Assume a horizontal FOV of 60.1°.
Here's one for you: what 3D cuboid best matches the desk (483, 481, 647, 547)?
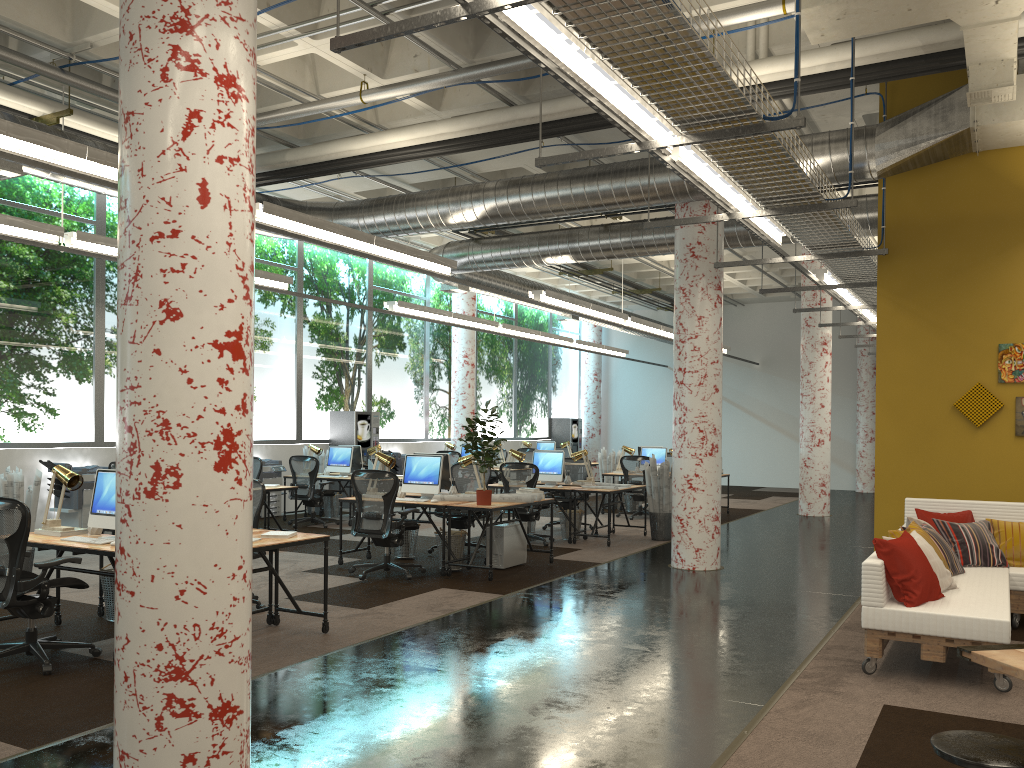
[{"bbox_3d":[0.753,1.793,12.516,1.940,0.724,1.402,-1,-3,29],"label":"desk"}]

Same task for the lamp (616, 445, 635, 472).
[{"bbox_3d":[1.982,1.415,16.012,0.219,0.611,0.528,1,-1,-41],"label":"lamp"}]

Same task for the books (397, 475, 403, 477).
[{"bbox_3d":[-1.767,1.476,14.157,0.200,0.024,0.235,0,-3,2],"label":"books"}]

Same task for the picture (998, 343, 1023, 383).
[{"bbox_3d":[4.631,-0.193,8.087,0.331,0.356,0.027,0,0,29],"label":"picture"}]

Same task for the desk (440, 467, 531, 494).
[{"bbox_3d":[-0.553,2.039,17.793,1.940,0.724,1.402,-1,-3,29],"label":"desk"}]

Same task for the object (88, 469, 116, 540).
[{"bbox_3d":[-2.772,0.847,6.244,0.483,0.485,0.190,0,0,29],"label":"object"}]

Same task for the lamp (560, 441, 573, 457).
[{"bbox_3d":[1.355,1.644,20.811,0.219,0.611,0.528,1,-1,-41],"label":"lamp"}]

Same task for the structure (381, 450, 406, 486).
[{"bbox_3d":[-2.240,1.878,18.181,0.503,1.057,1.058,0,-1,29],"label":"structure"}]

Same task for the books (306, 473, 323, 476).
[{"bbox_3d":[-3.250,1.462,14.354,0.309,0.038,0.226,-1,-3,29],"label":"books"}]

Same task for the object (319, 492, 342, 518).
[{"bbox_3d":[-3.021,2.017,14.853,0.353,0.435,0.368,1,-1,-25],"label":"object"}]

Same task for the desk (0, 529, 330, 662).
[{"bbox_3d":[-2.528,1.462,6.417,1.940,0.724,1.402,-1,-3,29],"label":"desk"}]

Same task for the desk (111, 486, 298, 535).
[{"bbox_3d":[-4.007,1.700,11.578,1.940,0.724,1.402,-1,-3,29],"label":"desk"}]

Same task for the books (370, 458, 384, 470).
[{"bbox_3d":[-2.067,1.297,13.542,0.233,0.310,0.068,0,0,29],"label":"books"}]

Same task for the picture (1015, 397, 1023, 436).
[{"bbox_3d":[4.717,0.293,8.039,0.252,0.356,0.027,0,0,29],"label":"picture"}]

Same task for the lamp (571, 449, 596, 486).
[{"bbox_3d":[1.079,1.243,12.691,0.209,0.611,0.528,1,-1,-41],"label":"lamp"}]

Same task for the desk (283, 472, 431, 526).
[{"bbox_3d":[-2.490,1.849,14.309,1.940,0.724,1.402,-1,-3,29],"label":"desk"}]

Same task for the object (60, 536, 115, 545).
[{"bbox_3d":[-2.904,1.070,6.063,0.439,0.017,0.119,-1,-3,29],"label":"object"}]

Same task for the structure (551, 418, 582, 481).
[{"bbox_3d":[1.551,1.873,24.989,0.638,1.810,0.750,1,0,29],"label":"structure"}]

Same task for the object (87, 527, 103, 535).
[{"bbox_3d":[-3.039,0.993,6.461,0.101,0.209,0.101,1,0,-16],"label":"object"}]

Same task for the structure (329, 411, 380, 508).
[{"bbox_3d":[-2.984,1.428,16.829,0.638,1.810,0.750,1,0,29],"label":"structure"}]

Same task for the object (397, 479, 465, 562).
[{"bbox_3d":[-0.886,1.511,9.638,0.848,0.933,0.104,0,0,24],"label":"object"}]

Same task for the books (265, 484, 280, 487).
[{"bbox_3d":[-3.178,1.337,11.618,0.200,0.024,0.235,0,-3,2],"label":"books"}]

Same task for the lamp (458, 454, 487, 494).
[{"bbox_3d":[-0.385,1.071,9.919,0.209,0.611,0.528,1,-1,-41],"label":"lamp"}]

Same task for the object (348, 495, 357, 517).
[{"bbox_3d":[-2.434,1.982,14.015,0.358,0.435,0.353,0,-1,25],"label":"object"}]

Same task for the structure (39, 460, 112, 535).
[{"bbox_3d":[-5.747,1.534,11.865,0.503,1.057,1.058,0,-1,29],"label":"structure"}]

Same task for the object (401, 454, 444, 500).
[{"bbox_3d":[-0.954,1.007,9.571,0.483,0.485,0.190,0,0,29],"label":"object"}]

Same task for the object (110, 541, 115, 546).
[{"bbox_3d":[-2.621,1.058,5.898,0.059,0.029,0.106,-1,-3,30],"label":"object"}]

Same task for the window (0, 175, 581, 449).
[{"bbox_3d":[-4.327,-0.848,15.072,0.050,3.761,26.226,1,-2,29],"label":"window"}]

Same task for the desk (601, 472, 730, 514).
[{"bbox_3d":[2.772,1.982,15.946,1.940,0.724,1.402,-1,-3,29],"label":"desk"}]

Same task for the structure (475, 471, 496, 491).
[{"bbox_3d":[-0.662,2.033,21.020,0.503,1.057,1.058,0,-1,29],"label":"structure"}]

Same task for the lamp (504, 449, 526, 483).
[{"bbox_3d":[-0.034,1.227,12.584,0.209,0.611,0.528,1,-1,-41],"label":"lamp"}]

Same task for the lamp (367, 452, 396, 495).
[{"bbox_3d":[-1.501,1.054,9.810,0.219,0.611,0.528,1,-1,-41],"label":"lamp"}]

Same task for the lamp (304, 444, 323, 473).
[{"bbox_3d":[-3.276,1.282,14.378,0.209,0.611,0.528,1,-1,-41],"label":"lamp"}]

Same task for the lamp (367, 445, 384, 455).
[{"bbox_3d":[-2.160,1.299,14.487,0.219,0.611,0.528,1,-1,-41],"label":"lamp"}]

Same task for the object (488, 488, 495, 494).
[{"bbox_3d":[-1.444,2.105,16.302,0.366,0.437,3.413,0,-3,39],"label":"object"}]

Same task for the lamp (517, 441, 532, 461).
[{"bbox_3d":[0.235,1.627,20.698,0.219,0.611,0.528,1,-1,-41],"label":"lamp"}]

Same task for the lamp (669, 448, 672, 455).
[{"bbox_3d":[3.102,1.431,16.125,0.219,0.611,0.528,1,-1,-41],"label":"lamp"}]

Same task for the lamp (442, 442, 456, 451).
[{"bbox_3d":[-1.343,1.472,17.858,0.219,0.611,0.528,1,-1,-41],"label":"lamp"}]

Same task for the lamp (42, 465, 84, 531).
[{"bbox_3d":[-3.318,0.895,6.482,0.219,0.611,0.528,1,-1,-41],"label":"lamp"}]

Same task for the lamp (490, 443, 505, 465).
[{"bbox_3d":[-0.223,1.489,17.971,0.219,0.611,0.528,1,-1,-41],"label":"lamp"}]

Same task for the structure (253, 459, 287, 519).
[{"bbox_3d":[-4.176,1.688,14.697,0.503,1.057,1.058,0,-1,29],"label":"structure"}]

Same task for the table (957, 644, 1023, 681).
[{"bbox_3d":[1.976,1.324,2.974,0.626,0.759,0.616,1,-1,-11],"label":"table"}]

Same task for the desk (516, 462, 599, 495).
[{"bbox_3d":[1.025,2.194,20.632,1.940,0.724,1.402,-1,-3,29],"label":"desk"}]

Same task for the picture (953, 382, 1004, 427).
[{"bbox_3d":[4.338,0.194,8.237,0.424,0.424,0.047,0,0,29],"label":"picture"}]

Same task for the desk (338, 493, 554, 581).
[{"bbox_3d":[-0.711,1.622,9.744,1.940,0.724,1.402,-1,-3,29],"label":"desk"}]

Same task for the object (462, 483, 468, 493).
[{"bbox_3d":[-1.082,2.207,18.336,0.358,0.435,0.353,0,-1,25],"label":"object"}]
